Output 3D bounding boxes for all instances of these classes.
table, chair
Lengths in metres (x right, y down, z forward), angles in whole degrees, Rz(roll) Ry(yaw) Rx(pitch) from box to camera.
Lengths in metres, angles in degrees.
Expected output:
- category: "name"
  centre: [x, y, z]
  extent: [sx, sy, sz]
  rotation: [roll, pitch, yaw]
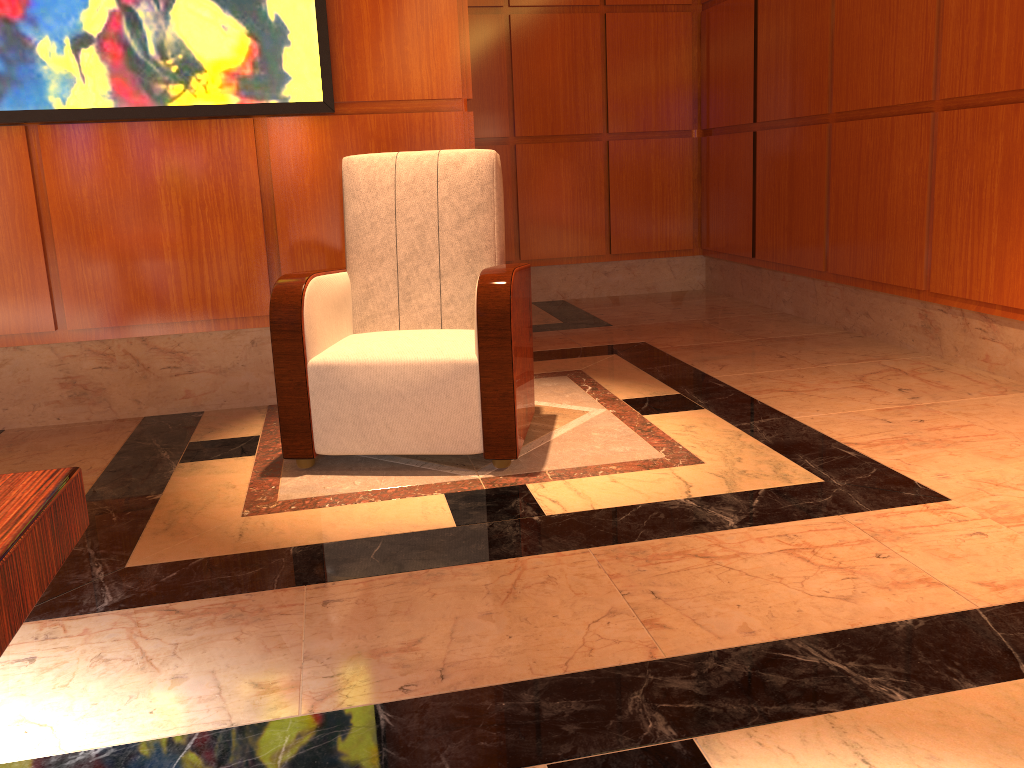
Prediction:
- category: "table"
  centre: [-1.052, 0.501, 0.763]
  extent: [1.168, 0.530, 0.730]
  rotation: [-5, 13, -11]
- category: "chair"
  centre: [-0.329, -0.276, 2.899]
  extent: [0.737, 0.953, 0.634]
  rotation: [-1, 12, 8]

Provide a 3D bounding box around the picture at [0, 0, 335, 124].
- category: "picture"
  centre: [-1.684, -1.778, 2.985]
  extent: [1.997, 1.723, 0.057]
  rotation: [-5, 12, -11]
